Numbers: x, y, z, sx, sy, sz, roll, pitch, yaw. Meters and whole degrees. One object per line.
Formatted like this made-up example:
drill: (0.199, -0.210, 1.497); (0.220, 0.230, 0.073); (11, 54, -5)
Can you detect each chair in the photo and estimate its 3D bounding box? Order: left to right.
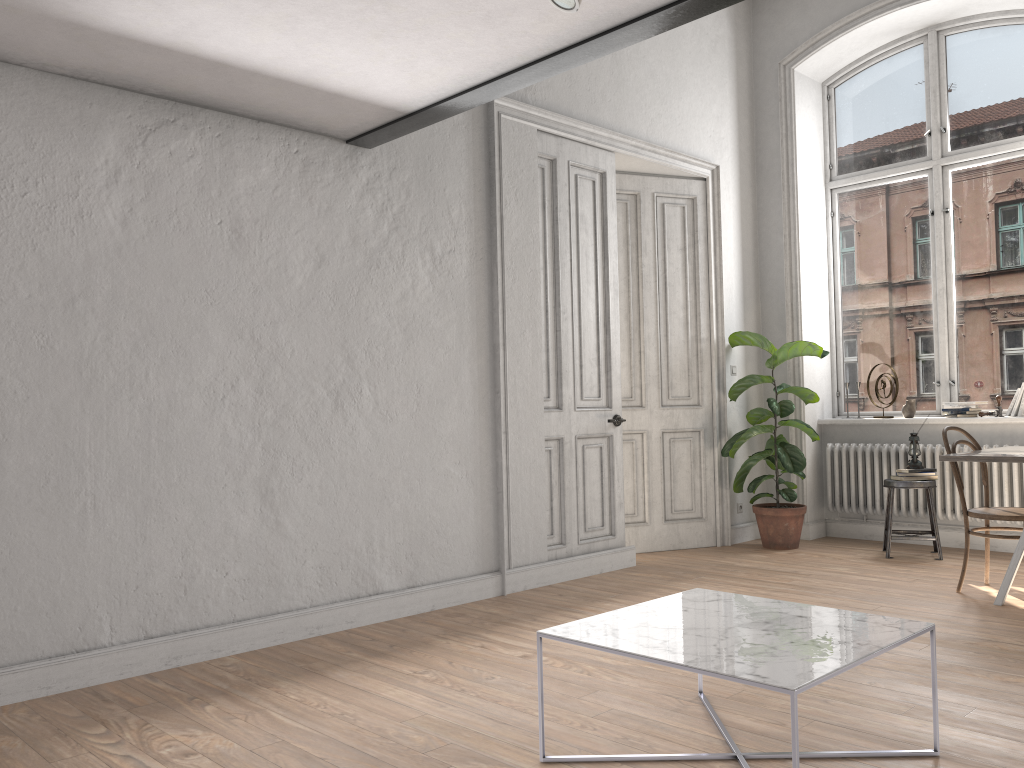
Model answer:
chair: (2.772, 0.927, 6.161); (0.364, 0.522, 0.360); (-2, -2, 20)
chair: (2.710, 0.692, 4.915); (0.438, 0.920, 0.549); (0, -2, -36)

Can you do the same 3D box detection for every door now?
door: (0.325, -0.177, 5.680); (1.097, 2.814, 0.216); (0, -2, -43)
door: (1.046, -0.165, 6.607); (1.097, 2.814, 0.216); (-1, -1, -19)

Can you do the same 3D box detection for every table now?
table: (0.679, 0.931, 2.676); (0.849, 0.392, 0.849); (0, -2, -44)
table: (3.405, 0.723, 4.228); (1.100, 0.779, 2.200); (0, -2, -44)

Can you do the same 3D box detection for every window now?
window: (3.265, -1.217, 6.744); (0.013, 2.842, 1.623); (0, -2, -44)

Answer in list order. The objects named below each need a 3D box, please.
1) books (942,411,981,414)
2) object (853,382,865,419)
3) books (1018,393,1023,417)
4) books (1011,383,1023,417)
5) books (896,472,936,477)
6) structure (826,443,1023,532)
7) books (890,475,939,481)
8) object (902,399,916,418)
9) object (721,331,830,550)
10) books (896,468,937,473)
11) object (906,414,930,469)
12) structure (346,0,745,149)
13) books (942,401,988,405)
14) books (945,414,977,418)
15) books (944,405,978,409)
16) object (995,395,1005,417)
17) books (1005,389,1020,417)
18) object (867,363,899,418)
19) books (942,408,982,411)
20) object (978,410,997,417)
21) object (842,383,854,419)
books: (3.281, 0.209, 6.472); (0.155, 0.022, 0.205); (-1, -2, -24)
object: (2.733, 0.129, 6.995); (0.095, 0.289, 0.095); (-1, -1, -21)
books: (3.583, 0.124, 6.181); (0.155, 0.203, 0.072); (0, -2, -44)
books: (3.564, 0.109, 6.198); (0.174, 0.235, 0.100); (0, -2, -44)
books: (2.810, 0.625, 6.173); (0.232, 0.029, 0.163); (-2, -2, 17)
structure: (4.216, -1.113, 5.171); (0.340, 4.473, 5.183); (0, -2, -44)
books: (2.801, 0.651, 6.178); (0.246, 0.034, 0.194); (-1, -2, -4)
object: (3.012, 0.186, 6.729); (0.100, 0.142, 0.102); (-2, -2, 21)
object: (3.572, 0.201, 4.670); (0.792, 1.842, 5.828); (0, -2, -39)
books: (2.812, 0.603, 6.172); (0.221, 0.027, 0.147); (-1, -2, -12)
object: (2.835, 0.399, 6.190); (0.163, 0.383, 0.154); (-2, -1, 20)
structure: (-0.194, -1.955, 1.060); (4.158, 1.213, 5.928); (0, -2, -44)
books: (3.301, 0.140, 6.462); (0.174, 0.019, 0.244); (0, -2, -34)
books: (3.280, 0.232, 6.479); (0.147, 0.023, 0.221); (-2, -2, 5)
books: (3.274, 0.166, 6.461); (0.205, 0.020, 0.155); (-3, -2, 36)
object: (3.430, 0.156, 6.244); (0.048, 0.153, 0.088); (-2, -1, 16)
books: (3.541, 0.130, 6.229); (0.155, 0.194, 0.105); (0, -2, -45)
object: (2.877, 0.053, 6.874); (0.087, 0.425, 0.347); (-1, -2, -12)
books: (3.281, 0.187, 6.470); (0.147, 0.023, 0.221); (0, -2, -28)
object: (3.412, 0.211, 6.343); (0.153, 0.048, 0.088); (-1, -2, -4)
object: (2.693, 0.133, 7.119); (0.095, 0.289, 0.095); (-1, -1, -12)
